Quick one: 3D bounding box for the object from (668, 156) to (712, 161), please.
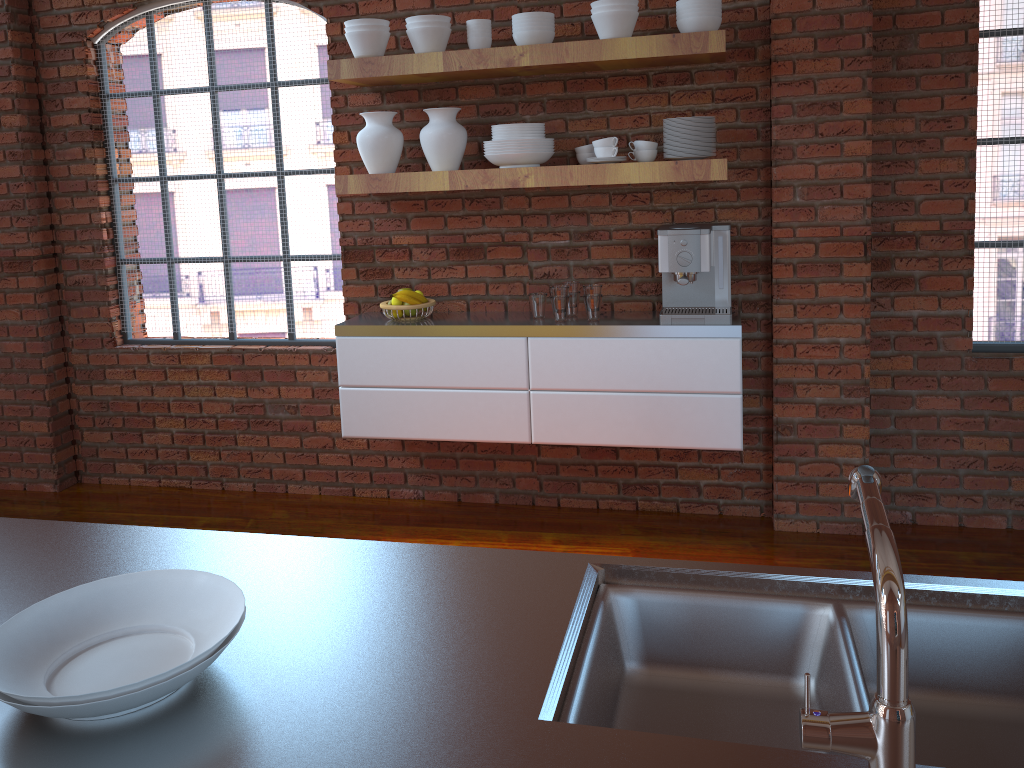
[{"bbox_3d":[0.675,-0.856,3.343,0.195,0.013,0.198,6,16,30],"label":"object"}]

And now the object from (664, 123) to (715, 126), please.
[{"bbox_3d":[0.670,-0.974,3.329,0.195,0.013,0.198,6,16,30],"label":"object"}]

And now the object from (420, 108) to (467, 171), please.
[{"bbox_3d":[-0.277,-0.989,3.571,0.193,0.245,0.195,-5,10,-14],"label":"object"}]

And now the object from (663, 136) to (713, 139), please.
[{"bbox_3d":[0.672,-0.929,3.334,0.195,0.013,0.198,6,16,30],"label":"object"}]

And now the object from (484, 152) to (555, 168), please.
[{"bbox_3d":[0.030,-0.888,3.496,0.281,0.054,0.287,-3,13,-3],"label":"object"}]

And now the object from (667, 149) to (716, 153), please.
[{"bbox_3d":[0.674,-0.879,3.340,0.195,0.013,0.198,6,16,30],"label":"object"}]

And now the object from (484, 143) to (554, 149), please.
[{"bbox_3d":[0.029,-0.919,3.493,0.281,0.054,0.287,-3,13,-3],"label":"object"}]

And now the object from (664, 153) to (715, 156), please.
[{"bbox_3d":[0.675,-0.866,3.342,0.195,0.013,0.198,6,16,30],"label":"object"}]

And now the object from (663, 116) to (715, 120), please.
[{"bbox_3d":[0.669,-0.997,3.326,0.195,0.013,0.198,6,16,30],"label":"object"}]

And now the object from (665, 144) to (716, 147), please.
[{"bbox_3d":[0.673,-0.898,3.338,0.195,0.013,0.198,6,16,30],"label":"object"}]

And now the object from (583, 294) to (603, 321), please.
[{"bbox_3d":[0.320,-0.301,3.470,0.078,0.102,0.079,2,10,26],"label":"object"}]

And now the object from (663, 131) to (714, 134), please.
[{"bbox_3d":[0.671,-0.947,3.332,0.195,0.013,0.198,6,16,30],"label":"object"}]

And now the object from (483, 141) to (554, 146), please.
[{"bbox_3d":[0.028,-0.928,3.492,0.281,0.054,0.287,-3,13,-3],"label":"object"}]

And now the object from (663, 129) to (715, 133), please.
[{"bbox_3d":[0.671,-0.951,3.332,0.195,0.013,0.198,6,16,30],"label":"object"}]

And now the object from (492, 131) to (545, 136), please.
[{"bbox_3d":[0.027,-0.968,3.487,0.213,0.054,0.218,-1,13,5],"label":"object"}]

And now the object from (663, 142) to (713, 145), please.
[{"bbox_3d":[0.673,-0.907,3.337,0.195,0.013,0.198,6,16,30],"label":"object"}]

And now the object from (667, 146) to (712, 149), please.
[{"bbox_3d":[0.674,-0.893,3.338,0.195,0.013,0.198,6,16,30],"label":"object"}]

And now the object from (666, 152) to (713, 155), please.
[{"bbox_3d":[0.675,-0.870,3.341,0.195,0.013,0.198,6,16,30],"label":"object"}]

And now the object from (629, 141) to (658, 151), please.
[{"bbox_3d":[0.521,-0.922,3.437,0.100,0.057,0.093,7,15,37],"label":"object"}]

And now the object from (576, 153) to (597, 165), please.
[{"bbox_3d":[0.307,-0.908,3.553,0.092,0.046,0.101,-4,12,-6],"label":"object"}]

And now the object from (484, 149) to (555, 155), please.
[{"bbox_3d":[0.030,-0.898,3.495,0.281,0.054,0.287,-3,13,-3],"label":"object"}]

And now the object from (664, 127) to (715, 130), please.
[{"bbox_3d":[0.671,-0.961,3.330,0.195,0.013,0.198,6,16,30],"label":"object"}]

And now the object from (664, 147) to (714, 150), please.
[{"bbox_3d":[0.674,-0.888,3.339,0.195,0.013,0.198,6,16,30],"label":"object"}]

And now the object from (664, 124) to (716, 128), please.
[{"bbox_3d":[0.670,-0.970,3.329,0.195,0.013,0.198,6,16,30],"label":"object"}]

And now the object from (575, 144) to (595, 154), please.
[{"bbox_3d":[0.300,-0.939,3.547,0.092,0.057,0.102,-6,12,-17],"label":"object"}]

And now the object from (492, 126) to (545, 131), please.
[{"bbox_3d":[0.026,-0.987,3.485,0.213,0.054,0.218,-1,13,5],"label":"object"}]

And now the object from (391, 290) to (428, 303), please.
[{"bbox_3d":[-0.414,-0.355,3.669,0.186,0.083,0.067,-12,13,-38],"label":"object"}]

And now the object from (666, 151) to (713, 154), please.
[{"bbox_3d":[0.674,-0.874,3.341,0.195,0.013,0.198,6,16,30],"label":"object"}]

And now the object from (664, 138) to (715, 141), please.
[{"bbox_3d":[0.672,-0.920,3.335,0.195,0.013,0.198,6,16,30],"label":"object"}]

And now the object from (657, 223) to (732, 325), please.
[{"bbox_3d":[0.709,-0.433,3.396,0.270,0.364,0.386,0,11,14],"label":"object"}]

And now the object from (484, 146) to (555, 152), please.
[{"bbox_3d":[0.029,-0.909,3.494,0.281,0.054,0.287,-3,13,-3],"label":"object"}]

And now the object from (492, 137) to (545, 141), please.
[{"bbox_3d":[0.027,-0.947,3.489,0.213,0.054,0.218,-1,13,5],"label":"object"}]

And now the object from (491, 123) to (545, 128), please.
[{"bbox_3d":[0.025,-0.998,3.483,0.213,0.054,0.218,-1,13,5],"label":"object"}]

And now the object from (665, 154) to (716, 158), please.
[{"bbox_3d":[0.675,-0.861,3.342,0.195,0.013,0.198,6,16,30],"label":"object"}]

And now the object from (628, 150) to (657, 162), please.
[{"bbox_3d":[0.519,-0.889,3.436,0.093,0.046,0.100,-13,16,-40],"label":"object"}]

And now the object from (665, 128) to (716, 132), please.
[{"bbox_3d":[0.671,-0.956,3.331,0.195,0.013,0.198,6,16,30],"label":"object"}]

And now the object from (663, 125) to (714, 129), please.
[{"bbox_3d":[0.671,-0.965,3.330,0.195,0.013,0.198,6,16,30],"label":"object"}]

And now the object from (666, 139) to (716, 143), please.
[{"bbox_3d":[0.673,-0.916,3.336,0.195,0.013,0.198,6,16,30],"label":"object"}]

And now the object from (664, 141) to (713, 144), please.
[{"bbox_3d":[0.673,-0.911,3.336,0.195,0.013,0.198,6,16,30],"label":"object"}]

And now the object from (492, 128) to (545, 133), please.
[{"bbox_3d":[0.026,-0.979,3.486,0.213,0.054,0.218,-1,13,5],"label":"object"}]

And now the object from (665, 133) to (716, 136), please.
[{"bbox_3d":[0.672,-0.938,3.333,0.195,0.013,0.198,6,16,30],"label":"object"}]

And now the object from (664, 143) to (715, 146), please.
[{"bbox_3d":[0.673,-0.902,3.337,0.195,0.013,0.198,6,16,30],"label":"object"}]

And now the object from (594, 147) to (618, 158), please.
[{"bbox_3d":[0.361,-0.884,3.375,0.092,0.046,0.101,-1,13,8],"label":"object"}]

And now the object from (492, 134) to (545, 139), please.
[{"bbox_3d":[0.027,-0.957,3.488,0.213,0.054,0.218,-1,13,5],"label":"object"}]

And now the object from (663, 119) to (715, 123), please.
[{"bbox_3d":[0.670,-0.988,3.327,0.195,0.013,0.198,6,16,30],"label":"object"}]

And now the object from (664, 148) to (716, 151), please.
[{"bbox_3d":[0.674,-0.883,3.340,0.195,0.013,0.198,6,16,30],"label":"object"}]

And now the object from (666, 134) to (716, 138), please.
[{"bbox_3d":[0.672,-0.933,3.334,0.195,0.013,0.198,6,16,30],"label":"object"}]

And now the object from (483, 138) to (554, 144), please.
[{"bbox_3d":[0.028,-0.938,3.490,0.281,0.054,0.287,-3,13,-3],"label":"object"}]

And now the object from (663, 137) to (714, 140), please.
[{"bbox_3d":[0.672,-0.925,3.335,0.195,0.013,0.198,6,16,30],"label":"object"}]

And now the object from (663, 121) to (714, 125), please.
[{"bbox_3d":[0.670,-0.979,3.328,0.195,0.013,0.198,6,16,30],"label":"object"}]

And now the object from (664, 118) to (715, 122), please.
[{"bbox_3d":[0.669,-0.992,3.327,0.195,0.013,0.198,6,16,30],"label":"object"}]

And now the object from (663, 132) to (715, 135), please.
[{"bbox_3d":[0.672,-0.943,3.333,0.195,0.013,0.198,6,16,30],"label":"object"}]

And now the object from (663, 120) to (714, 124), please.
[{"bbox_3d":[0.670,-0.983,3.328,0.195,0.013,0.198,6,16,30],"label":"object"}]

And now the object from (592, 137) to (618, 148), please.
[{"bbox_3d":[0.354,-0.915,3.370,0.092,0.057,0.102,-3,12,-3],"label":"object"}]

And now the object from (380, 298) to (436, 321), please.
[{"bbox_3d":[-0.437,-0.311,3.715,0.237,0.070,0.239,-10,15,-28],"label":"object"}]
